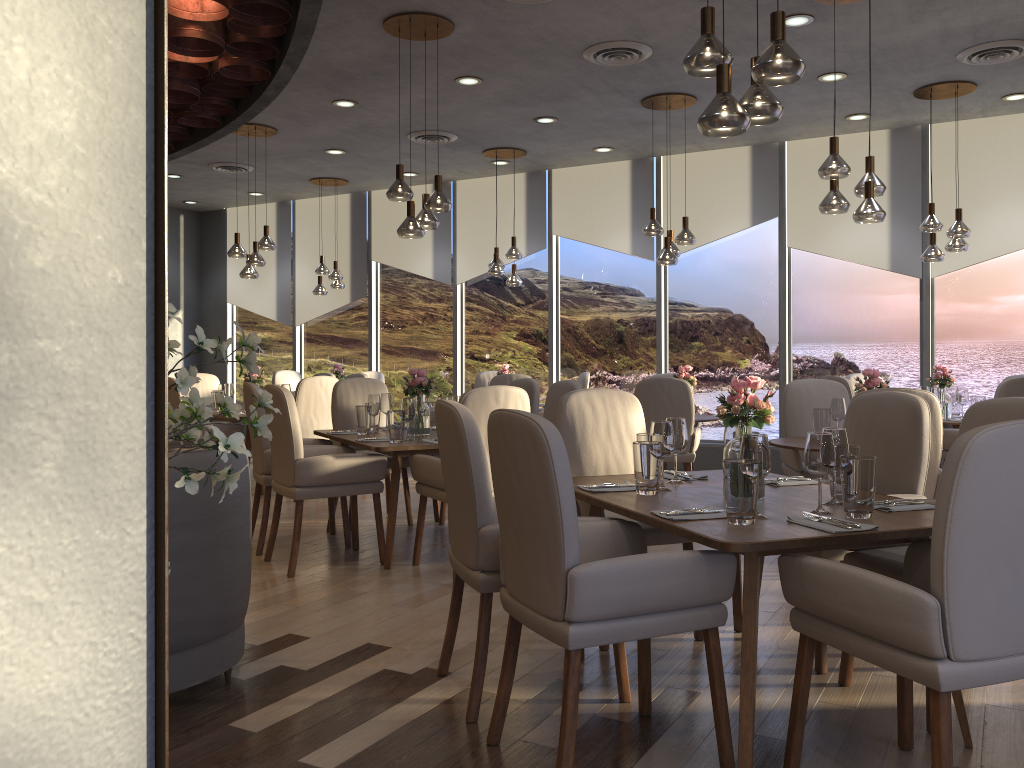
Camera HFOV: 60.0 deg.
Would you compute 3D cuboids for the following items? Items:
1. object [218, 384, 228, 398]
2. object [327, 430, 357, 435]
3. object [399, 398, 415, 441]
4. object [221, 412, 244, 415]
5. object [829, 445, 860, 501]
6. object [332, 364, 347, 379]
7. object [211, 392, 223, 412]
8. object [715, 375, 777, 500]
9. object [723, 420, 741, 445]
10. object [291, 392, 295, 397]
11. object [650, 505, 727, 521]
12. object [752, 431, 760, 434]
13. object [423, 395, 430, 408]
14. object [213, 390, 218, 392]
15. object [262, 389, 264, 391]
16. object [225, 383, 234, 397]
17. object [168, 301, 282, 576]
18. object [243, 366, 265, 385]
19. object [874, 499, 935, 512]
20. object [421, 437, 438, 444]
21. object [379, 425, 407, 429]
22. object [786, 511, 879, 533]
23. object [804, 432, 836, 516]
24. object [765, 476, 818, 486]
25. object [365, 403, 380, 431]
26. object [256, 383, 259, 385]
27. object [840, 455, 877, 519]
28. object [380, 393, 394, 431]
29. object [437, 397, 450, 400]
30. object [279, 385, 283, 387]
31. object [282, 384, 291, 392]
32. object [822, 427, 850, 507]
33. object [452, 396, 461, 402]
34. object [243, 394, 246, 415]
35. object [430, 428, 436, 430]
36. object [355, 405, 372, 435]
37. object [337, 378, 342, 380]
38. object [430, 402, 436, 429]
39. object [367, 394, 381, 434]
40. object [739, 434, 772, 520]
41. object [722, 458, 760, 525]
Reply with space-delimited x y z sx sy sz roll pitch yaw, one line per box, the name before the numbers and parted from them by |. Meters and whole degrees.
object | -2.606 0.123 7.990 0.092 0.244 0.092 0 0 -1
object | -1.032 0.301 5.598 0.255 0.019 0.157 -1 2 -26
object | -0.599 0.202 5.069 0.092 0.244 0.092 0 0 16
object | -2.364 0.247 7.557 0.255 0.019 0.157 -2 2 -43
object | 1.092 0.293 2.920 0.102 0.178 0.102 0 0 -12
object | -2.040 -0.031 10.390 0.198 0.416 0.210 0 0 -38
object | -2.625 0.158 7.882 0.102 0.178 0.102 0 0 -27
object | 0.784 0.178 2.973 0.210 0.416 0.198 0 0 7
object | 0.853 0.248 3.376 0.092 0.244 0.092 0 0 29
object | -1.930 0.161 7.721 0.102 0.178 0.102 0 0 -41
object | 0.556 0.382 2.652 0.255 0.019 0.157 -1 2 -17
object | 0.916 0.278 3.465 0.102 0.178 0.102 0 0 -12
object | -0.589 0.179 5.854 0.092 0.244 0.092 0 0 42
object | -2.720 0.149 8.210 0.102 0.178 0.102 0 0 24
object | -2.404 0.142 8.445 0.102 0.178 0.102 0 0 -39
object | -2.613 0.117 8.189 0.092 0.244 0.092 0 0 -40
object | -0.860 0.278 1.786 0.788 1.616 0.746 0 0 36
object | -2.312 0.041 7.955 0.198 0.416 0.210 0 0 42
object | 1.189 0.377 2.784 0.255 0.019 0.157 -1 2 -18
object | -0.412 0.316 4.999 0.157 0.019 0.255 -1 2 -30
object | -0.790 0.290 5.932 0.157 0.019 0.255 -1 2 -25
object | 0.887 0.386 2.503 0.157 0.019 0.255 -1 2 -20
object | 0.926 0.268 2.665 0.092 0.244 0.092 0 0 -40
object | 1.013 0.361 3.330 0.255 0.019 0.157 -1 2 -18
object | -0.912 0.214 5.820 0.102 0.178 0.102 0 0 -19
object | -2.421 0.112 8.337 0.092 0.244 0.092 0 0 20
object | 1.018 0.302 2.606 0.102 0.178 0.102 0 0 -24
object | -0.816 0.182 5.769 0.092 0.244 0.092 0 0 45
object | -0.400 0.199 5.165 0.092 0.244 0.092 0 0 -5
object | -2.039 0.129 7.733 0.092 0.244 0.092 0 0 -44
object | -2.020 0.123 7.927 0.092 0.244 0.092 0 0 -25
object | 1.029 0.263 2.830 0.092 0.244 0.092 0 0 7
object | -0.326 0.194 5.345 0.092 0.244 0.092 0 0 -8
object | -2.219 0.169 7.476 0.102 0.178 0.102 0 0 3
object | -0.424 0.292 5.835 0.255 0.019 0.157 -1 2 -28
object | -0.917 0.224 5.478 0.102 0.178 0.102 0 0 -10
object | -1.997 0.059 10.236 0.092 0.244 0.092 0 0 21
object | -0.542 0.209 5.953 0.102 0.178 0.102 0 0 -12
object | -0.868 0.188 5.576 0.092 0.244 0.092 0 0 21
object | 0.714 0.271 2.603 0.092 0.244 0.092 0 0 25
object | 0.650 0.306 2.515 0.102 0.178 0.102 0 0 9
